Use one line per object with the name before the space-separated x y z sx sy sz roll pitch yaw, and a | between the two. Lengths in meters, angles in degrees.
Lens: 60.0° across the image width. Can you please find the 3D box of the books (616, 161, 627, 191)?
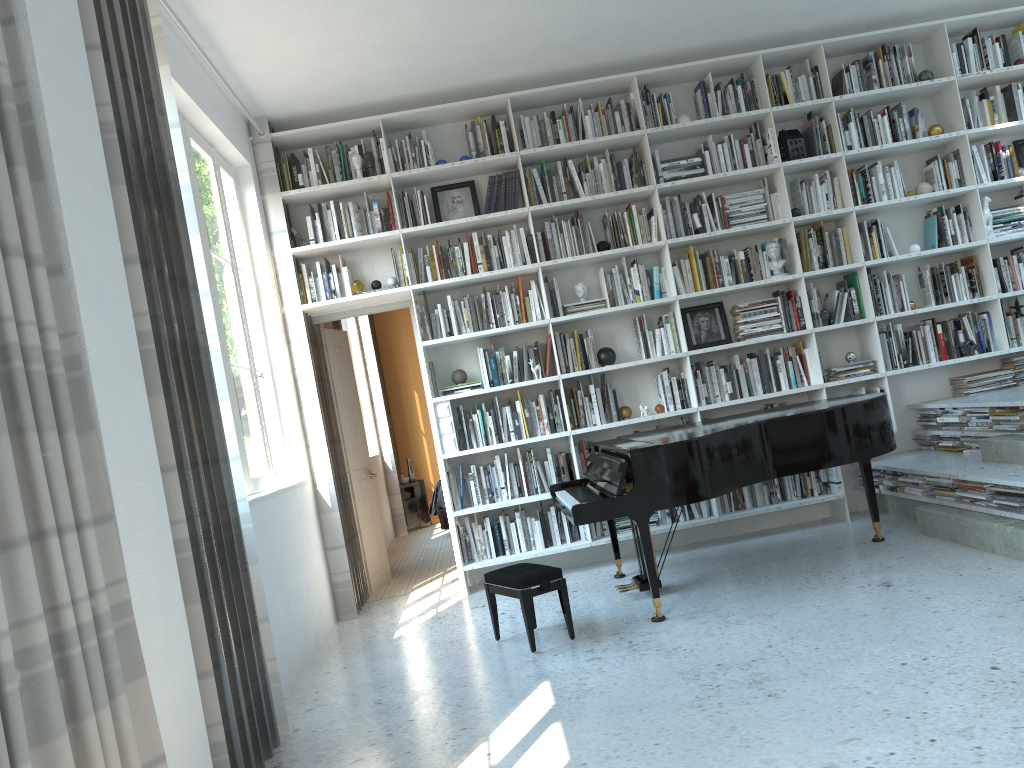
books | 0.726 -1.359 5.947 0.030 0.217 0.182 -10 -1 -3

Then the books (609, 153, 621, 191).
books | 0.693 -1.390 5.967 0.022 0.290 0.146 -10 -1 -3

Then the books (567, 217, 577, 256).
books | 0.400 -0.958 5.924 0.011 0.279 0.169 -10 -1 -3

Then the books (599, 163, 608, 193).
books | 0.604 -1.342 5.935 0.021 0.226 0.191 -10 -1 -3

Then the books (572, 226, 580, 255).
books | 0.426 -0.935 5.942 0.011 0.226 0.129 -10 -1 -3

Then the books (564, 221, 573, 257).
books | 0.372 -0.944 5.933 0.010 0.261 0.169 -10 -1 -3

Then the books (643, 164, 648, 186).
books | 0.894 -1.377 5.985 0.019 0.194 0.098 -10 -1 -3

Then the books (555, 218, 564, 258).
books | 0.313 -0.944 5.913 0.010 0.283 0.184 -10 -1 -3

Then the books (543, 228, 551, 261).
books | 0.235 -0.908 5.927 0.012 0.240 0.134 -10 -1 -3

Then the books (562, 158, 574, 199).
books | 0.380 -1.345 5.955 0.013 0.315 0.135 -10 -1 -3

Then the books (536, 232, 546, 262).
books | 0.192 -0.891 5.939 0.029 0.225 0.136 -10 -1 -3

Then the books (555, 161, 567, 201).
books | 0.331 -1.325 5.934 0.023 0.293 0.156 -10 -1 -3

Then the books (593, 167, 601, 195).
books | 0.564 -1.325 5.944 0.010 0.208 0.173 -10 -1 -3

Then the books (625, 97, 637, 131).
books | 0.798 -1.771 5.963 0.014 0.267 0.171 -10 -1 -3

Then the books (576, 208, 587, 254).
books | 0.465 -0.996 5.942 0.005 0.331 0.161 -10 -1 -3

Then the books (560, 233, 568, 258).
books | 0.340 -0.900 5.930 0.029 0.186 0.149 -10 -1 -3

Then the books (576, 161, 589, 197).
books | 0.478 -1.338 5.948 0.027 0.265 0.168 -10 -1 -3

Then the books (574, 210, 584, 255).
books | 0.447 -0.988 5.938 0.004 0.321 0.153 -10 -1 -3

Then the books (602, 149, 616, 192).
books | 0.652 -1.395 5.942 0.011 0.313 0.183 -10 -1 -3

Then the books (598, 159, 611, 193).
books | 0.624 -1.362 5.954 0.028 0.261 0.135 -10 -1 -3

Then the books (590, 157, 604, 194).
books | 0.574 -1.366 5.958 0.026 0.286 0.137 -10 -1 -3

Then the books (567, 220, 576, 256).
books | 0.392 -0.948 5.918 0.009 0.261 0.180 -10 -1 -3

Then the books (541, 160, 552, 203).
books | 0.231 -1.318 5.922 0.012 0.315 0.171 -10 -1 -3

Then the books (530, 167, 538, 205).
books | 0.146 -1.288 5.928 0.010 0.287 0.148 -10 -1 -3

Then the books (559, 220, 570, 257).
books | 0.351 -0.941 5.907 0.009 0.263 0.189 -10 -1 -3

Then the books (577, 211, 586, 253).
books | 0.461 -0.988 5.944 0.005 0.316 0.157 -10 -1 -3

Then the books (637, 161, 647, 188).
books | 0.869 -1.382 5.978 0.028 0.211 0.134 -10 -1 -3

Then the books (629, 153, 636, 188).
books | 0.808 -1.398 5.951 0.055 0.264 0.167 -10 -1 -3

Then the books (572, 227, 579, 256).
books | 0.417 -0.926 5.917 0.011 0.209 0.181 -10 -1 -3

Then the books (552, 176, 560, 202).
books | 0.288 -1.270 5.938 0.024 0.201 0.153 -10 -1 -3

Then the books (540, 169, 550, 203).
books | 0.224 -1.289 5.930 0.011 0.260 0.157 -10 -1 -3

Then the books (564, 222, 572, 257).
books | 0.363 -0.938 5.909 0.012 0.251 0.184 -10 -1 -3

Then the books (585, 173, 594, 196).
books | 0.513 -1.301 5.942 0.028 0.180 0.168 -10 -1 -3

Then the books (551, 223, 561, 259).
books | 0.288 -0.929 5.920 0.024 0.262 0.177 -10 -1 -3

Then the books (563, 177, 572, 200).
books | 0.369 -1.275 5.945 0.034 0.180 0.160 -10 -1 -3

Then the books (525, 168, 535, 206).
books | 0.122 -1.282 5.929 0.013 0.283 0.158 -10 -1 -3

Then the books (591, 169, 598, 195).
books | 0.546 -1.323 5.969 0.024 0.212 0.128 -10 -1 -3

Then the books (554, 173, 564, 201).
books | 0.313 -1.284 5.933 0.029 0.219 0.157 -10 -1 -3

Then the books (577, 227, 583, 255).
books | 0.448 -0.935 5.949 0.012 0.217 0.133 -10 -1 -3

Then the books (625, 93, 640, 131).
books | 0.816 -1.785 5.960 0.026 0.288 0.176 -10 -1 -3

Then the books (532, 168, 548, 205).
books | 0.185 -1.288 5.936 0.067 0.274 0.168 -10 -1 -3

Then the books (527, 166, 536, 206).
books | 0.131 -1.296 5.950 0.014 0.309 0.130 -10 -1 -3

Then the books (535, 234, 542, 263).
books | 0.173 -0.880 5.913 0.015 0.207 0.186 -10 -1 -3

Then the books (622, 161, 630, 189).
books | 0.750 -1.366 5.952 0.022 0.222 0.161 -10 -1 -3

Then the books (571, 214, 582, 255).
books | 0.431 -0.970 5.924 0.011 0.291 0.176 -10 -1 -3

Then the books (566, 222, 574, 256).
books | 0.382 -0.943 5.933 0.011 0.255 0.152 -10 -1 -3

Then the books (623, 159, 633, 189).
books | 0.771 -1.377 5.969 0.024 0.237 0.153 -10 -1 -3

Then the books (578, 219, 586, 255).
books | 0.459 -0.960 5.930 0.010 0.261 0.158 -10 -1 -3

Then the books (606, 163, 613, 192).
books | 0.647 -1.351 5.952 0.013 0.231 0.141 -10 -1 -3

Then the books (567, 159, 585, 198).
books | 0.427 -1.339 5.931 0.075 0.285 0.178 -10 -1 -3

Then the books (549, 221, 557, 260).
books | 0.269 -0.933 5.918 0.012 0.276 0.157 -10 -1 -3

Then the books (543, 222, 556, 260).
books | 0.250 -0.931 5.921 0.026 0.279 0.151 -10 -1 -3

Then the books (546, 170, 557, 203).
books | 0.258 -1.286 5.924 0.031 0.242 0.181 -10 -1 -3

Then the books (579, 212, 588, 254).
books | 0.472 -0.984 5.940 0.005 0.305 0.162 -10 -1 -3

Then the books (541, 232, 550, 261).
books | 0.219 -0.894 5.939 0.024 0.219 0.140 -10 -1 -3

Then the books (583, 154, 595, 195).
books | 0.521 -1.367 5.944 0.012 0.308 0.145 -10 -1 -3

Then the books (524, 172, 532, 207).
books | 0.107 -1.265 5.913 0.023 0.256 0.174 -10 -1 -3

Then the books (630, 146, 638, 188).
books | 0.820 -1.420 5.952 0.058 0.302 0.175 -10 -1 -3

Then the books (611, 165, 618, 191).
books | 0.678 -1.348 5.963 0.024 0.213 0.150 -10 -1 -3

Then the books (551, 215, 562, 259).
books | 0.299 -0.958 5.934 0.011 0.317 0.154 -10 -1 -3
